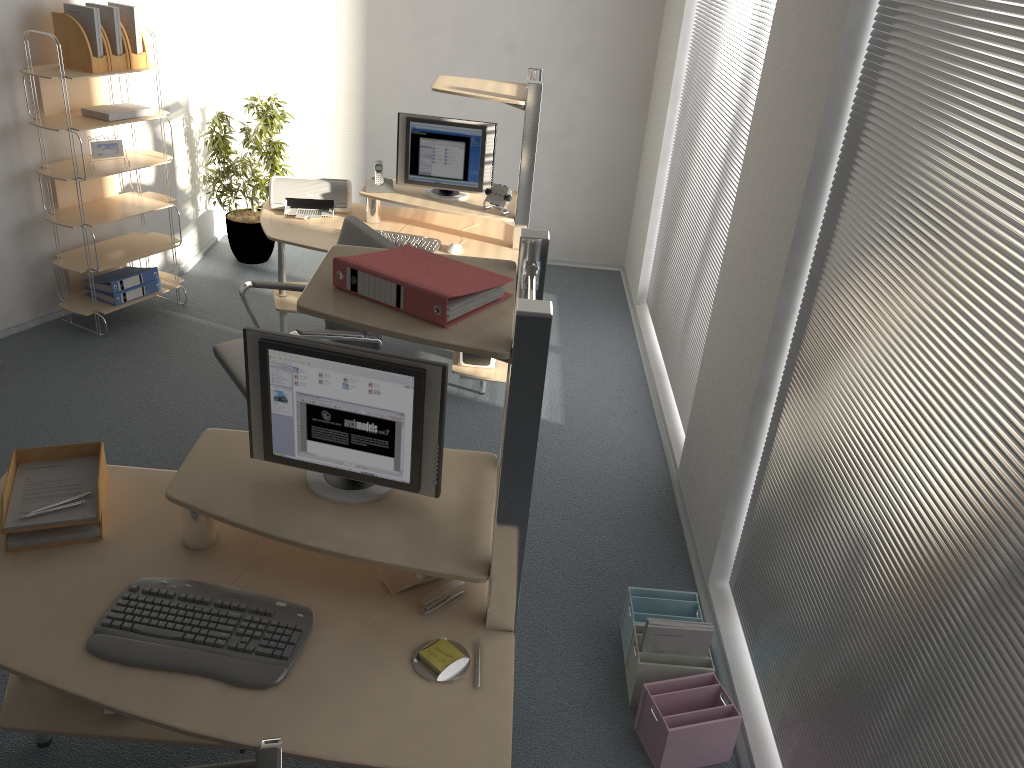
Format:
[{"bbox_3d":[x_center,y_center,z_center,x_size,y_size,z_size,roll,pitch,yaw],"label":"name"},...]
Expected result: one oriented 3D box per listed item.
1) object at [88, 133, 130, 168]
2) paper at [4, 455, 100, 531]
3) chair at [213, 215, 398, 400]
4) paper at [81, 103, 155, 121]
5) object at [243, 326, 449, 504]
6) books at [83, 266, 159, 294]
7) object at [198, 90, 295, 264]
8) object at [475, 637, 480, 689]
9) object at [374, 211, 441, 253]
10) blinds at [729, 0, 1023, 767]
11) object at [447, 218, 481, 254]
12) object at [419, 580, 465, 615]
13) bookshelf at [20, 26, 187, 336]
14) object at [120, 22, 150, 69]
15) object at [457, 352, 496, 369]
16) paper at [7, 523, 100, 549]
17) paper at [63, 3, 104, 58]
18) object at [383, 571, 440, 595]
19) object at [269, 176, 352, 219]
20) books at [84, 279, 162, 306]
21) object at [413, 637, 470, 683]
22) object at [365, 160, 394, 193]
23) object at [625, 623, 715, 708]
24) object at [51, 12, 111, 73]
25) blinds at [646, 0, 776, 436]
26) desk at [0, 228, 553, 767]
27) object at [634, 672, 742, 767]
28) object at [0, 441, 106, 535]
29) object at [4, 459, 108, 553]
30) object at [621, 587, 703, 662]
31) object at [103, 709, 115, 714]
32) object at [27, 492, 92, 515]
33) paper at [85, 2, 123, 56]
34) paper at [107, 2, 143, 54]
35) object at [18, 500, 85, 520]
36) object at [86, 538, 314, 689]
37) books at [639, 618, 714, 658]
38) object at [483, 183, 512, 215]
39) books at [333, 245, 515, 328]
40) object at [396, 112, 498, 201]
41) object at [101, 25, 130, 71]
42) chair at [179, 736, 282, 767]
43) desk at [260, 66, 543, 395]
[{"bbox_3d":[-2.171,-1.259,4.763,0.192,0.161,0.077,-20,37,-39],"label":"object"},{"bbox_3d":[-1.213,0.283,2.359,0.210,0.010,0.297,-5,29,-20],"label":"paper"},{"bbox_3d":[-0.874,-0.112,3.775,0.652,1.048,0.584,-13,33,-31],"label":"chair"},{"bbox_3d":[-2.113,-1.464,4.763,0.213,0.046,0.297,18,30,23],"label":"paper"},{"bbox_3d":[-0.398,0.068,2.278,0.516,0.418,0.245,16,29,18],"label":"object"},{"bbox_3d":[-2.254,-0.614,5.108,0.263,0.100,0.320,19,30,24],"label":"books"},{"bbox_3d":[-1.723,-1.362,5.902,0.544,1.147,0.644,19,31,24],"label":"object"},{"bbox_3d":[-0.078,0.637,2.037,0.011,0.011,0.158,4,28,-4],"label":"object"},{"bbox_3d":[-0.564,-0.822,4.757,0.478,0.082,0.814,9,28,6],"label":"object"},{"bbox_3d":[0.935,-0.012,1.875,0.022,2.770,1.950,5,28,-1],"label":"blinds"},{"bbox_3d":[-0.224,-0.808,4.788,0.168,0.088,0.742,6,28,1],"label":"object"},{"bbox_3d":[-0.173,0.524,2.199,0.022,0.042,0.134,28,35,35],"label":"object"},{"bbox_3d":[-2.202,-1.109,4.862,0.381,1.572,0.724,19,30,23],"label":"bookshelf"},{"bbox_3d":[-2.049,-1.816,4.670,0.243,0.259,0.113,20,31,26],"label":"object"},{"bbox_3d":[-0.167,-0.373,4.779,0.199,0.422,0.471,5,28,-1],"label":"object"},{"bbox_3d":[-1.217,0.328,2.383,0.210,0.019,0.297,-5,29,-20],"label":"paper"},{"bbox_3d":[-2.161,-1.751,4.481,0.213,0.297,0.045,17,30,21],"label":"paper"},{"bbox_3d":[-0.244,0.474,2.259,0.159,0.064,0.054,-12,32,-30],"label":"object"},{"bbox_3d":[-1.100,-1.017,4.827,0.438,0.162,0.351,1,28,-8],"label":"object"},{"bbox_3d":[-2.250,-0.563,5.129,0.262,0.072,0.320,19,30,24],"label":"books"},{"bbox_3d":[-0.160,0.624,2.029,0.132,0.026,0.132,5,28,-1],"label":"object"},{"bbox_3d":[-0.715,-1.121,4.768,0.150,0.151,0.119,-2,28,-14],"label":"object"},{"bbox_3d":[0.518,0.948,2.953,0.245,0.202,0.185,5,28,-1],"label":"object"},{"bbox_3d":[-2.170,-1.725,4.473,0.243,0.259,0.113,17,30,21],"label":"object"},{"bbox_3d":[1.000,-1.311,4.356,0.037,2.749,1.950,5,28,-1],"label":"blinds"},{"bbox_3d":[-0.718,0.458,2.162,1.469,1.566,0.967,5,28,-1],"label":"desk"},{"bbox_3d":[0.540,1.055,2.753,0.245,0.202,0.185,-3,29,-17],"label":"object"},{"bbox_3d":[-1.211,0.267,2.352,0.225,0.060,0.309,-5,29,-20],"label":"object"},{"bbox_3d":[-1.216,0.317,2.378,0.225,0.060,0.309,-5,29,-20],"label":"object"},{"bbox_3d":[0.523,0.862,3.117,0.245,0.202,0.185,5,28,-1],"label":"object"},{"bbox_3d":[-1.056,0.734,2.477,0.438,0.162,0.351,-2,29,-15],"label":"object"},{"bbox_3d":[-1.172,0.310,2.297,0.159,0.009,0.008,-20,37,-40],"label":"object"},{"bbox_3d":[-2.103,-1.797,4.580,0.213,0.297,0.045,19,30,23],"label":"paper"},{"bbox_3d":[-2.038,-1.841,4.677,0.213,0.297,0.045,20,31,26],"label":"paper"},{"bbox_3d":[-1.179,0.323,2.271,0.159,0.009,0.008,-14,33,-33],"label":"object"},{"bbox_3d":[-0.668,0.462,2.295,0.478,0.082,0.814,9,28,6],"label":"object"},{"bbox_3d":[0.524,0.893,2.907,0.220,0.306,0.068,5,28,-1],"label":"books"},{"bbox_3d":[-0.070,-0.966,4.610,0.154,0.135,0.093,24,33,31],"label":"object"},{"bbox_3d":[-0.199,-0.244,2.022,0.320,0.072,0.262,21,31,27],"label":"books"},{"bbox_3d":[-0.334,-1.217,4.734,0.516,0.418,0.245,12,28,12],"label":"object"},{"bbox_3d":[-2.113,-1.772,4.573,0.243,0.259,0.113,19,30,23],"label":"object"},{"bbox_3d":[-0.728,1.008,1.673,0.584,1.048,0.652,-1,28,-13],"label":"chair"},{"bbox_3d":[-0.651,-0.837,4.637,1.469,1.566,0.967,5,28,-1],"label":"desk"}]
